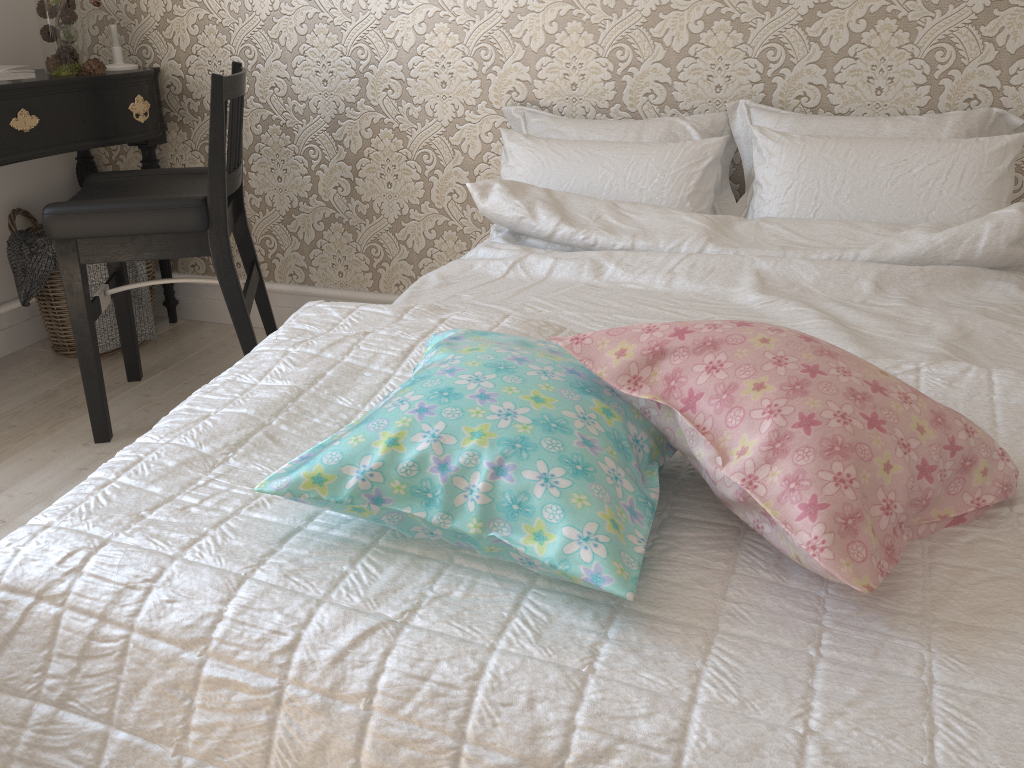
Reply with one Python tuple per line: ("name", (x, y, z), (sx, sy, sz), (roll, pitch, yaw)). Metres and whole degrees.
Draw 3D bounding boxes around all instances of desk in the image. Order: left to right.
("desk", (-1.384, -0.396, 2.390), (0.437, 0.797, 1.138), (6, 23, 18))

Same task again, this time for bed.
("bed", (0.235, 0.103, 1.407), (1.958, 0.612, 2.278), (7, 24, 18))

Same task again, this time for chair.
("chair", (-0.850, -0.350, 2.219), (0.458, 0.835, 0.470), (-5, 20, -10))

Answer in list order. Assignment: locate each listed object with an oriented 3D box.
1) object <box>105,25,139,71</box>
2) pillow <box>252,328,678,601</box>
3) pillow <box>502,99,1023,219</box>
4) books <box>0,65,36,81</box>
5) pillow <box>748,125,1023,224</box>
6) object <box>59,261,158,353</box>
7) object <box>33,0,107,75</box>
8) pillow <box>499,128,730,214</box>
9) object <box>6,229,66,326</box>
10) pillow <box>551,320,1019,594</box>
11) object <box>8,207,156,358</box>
("object", (-1.175, -0.999, 2.622), (0.106, 0.127, 0.107), (-15, 25, -33))
("pillow", (-0.006, 0.063, 0.930), (0.383, 0.163, 0.372), (9, 25, 22))
("pillow", (0.521, -0.484, 2.098), (1.257, 0.344, 0.320), (7, 23, 18))
("books", (-1.434, -0.827, 2.273), (0.227, 0.093, 0.287), (8, 24, 19))
("pillow", (0.779, -0.386, 1.894), (0.565, 0.299, 0.208), (7, 22, 18))
("object", (-1.264, -0.309, 2.691), (0.293, 0.345, 0.357), (-13, 24, -29))
("object", (-1.153, -1.160, 2.466), (0.542, 0.581, 0.327), (-5, 20, -9))
("pillow", (0.213, -0.436, 2.086), (0.562, 0.294, 0.210), (7, 22, 18))
("object", (-1.314, -0.311, 2.656), (0.304, 0.322, 0.378), (7, 23, 19))
("pillow", (0.283, 0.041, 0.917), (0.358, 0.196, 0.402), (-18, 28, -35))
("object", (-1.290, -0.335, 2.722), (0.399, 0.419, 0.401), (-17, 26, -36))
